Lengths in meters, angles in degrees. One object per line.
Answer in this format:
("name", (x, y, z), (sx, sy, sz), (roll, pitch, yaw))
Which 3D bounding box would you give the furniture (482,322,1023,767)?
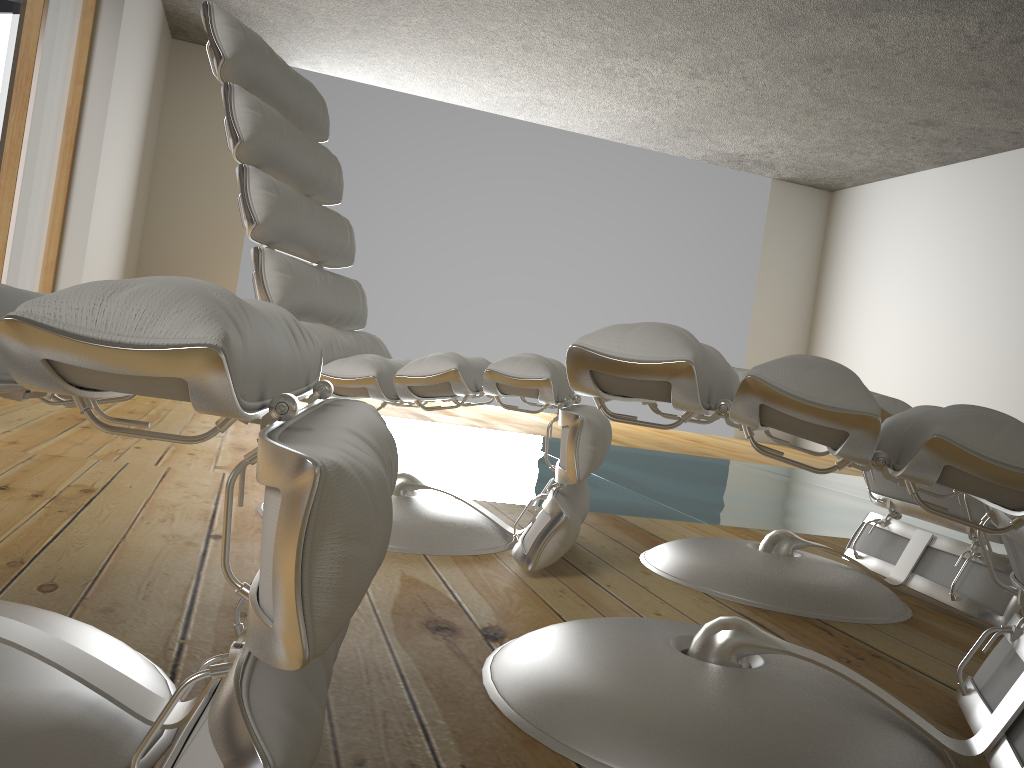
("furniture", (0.331, 0.179, 1.042), (0.687, 0.439, 0.569), (9, 1, 19))

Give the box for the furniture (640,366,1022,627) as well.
("furniture", (0.641, 0.207, 1.876), (0.685, 0.439, 0.570), (8, 1, -10))

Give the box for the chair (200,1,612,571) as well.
("chair", (-0.210, -0.189, 1.894), (0.914, 0.969, 0.569), (9, 0, 8))

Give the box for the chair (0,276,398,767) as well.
("chair", (-0.516, -0.210, 0.741), (0.913, 0.969, 0.570), (8, 0, -7))
